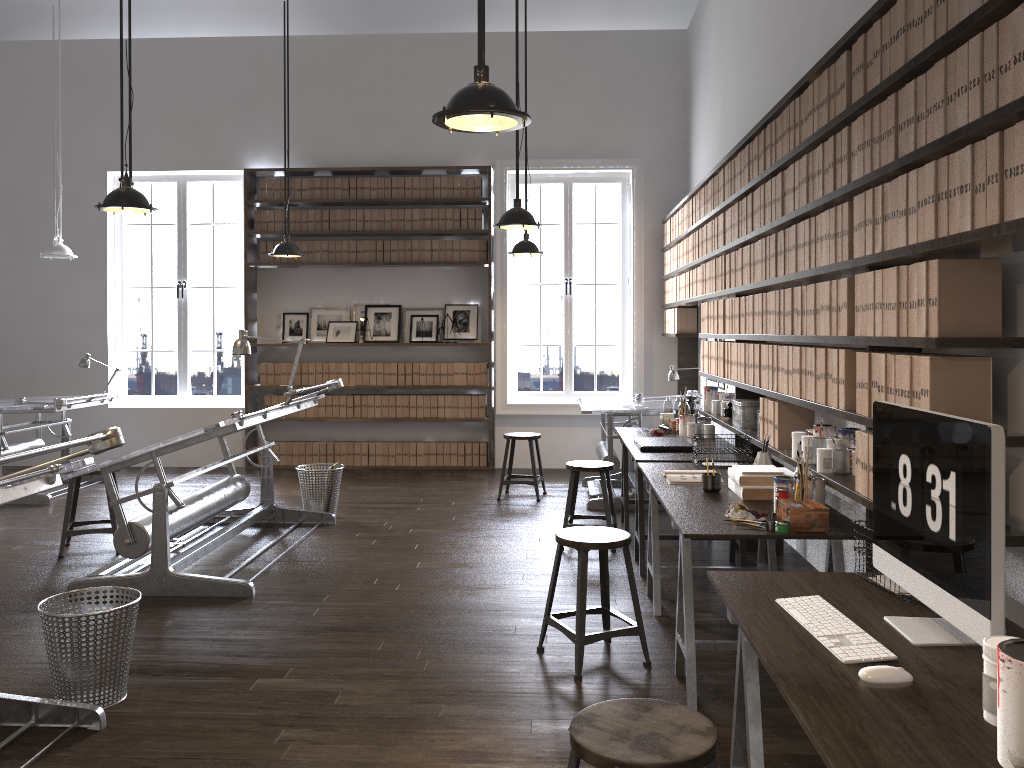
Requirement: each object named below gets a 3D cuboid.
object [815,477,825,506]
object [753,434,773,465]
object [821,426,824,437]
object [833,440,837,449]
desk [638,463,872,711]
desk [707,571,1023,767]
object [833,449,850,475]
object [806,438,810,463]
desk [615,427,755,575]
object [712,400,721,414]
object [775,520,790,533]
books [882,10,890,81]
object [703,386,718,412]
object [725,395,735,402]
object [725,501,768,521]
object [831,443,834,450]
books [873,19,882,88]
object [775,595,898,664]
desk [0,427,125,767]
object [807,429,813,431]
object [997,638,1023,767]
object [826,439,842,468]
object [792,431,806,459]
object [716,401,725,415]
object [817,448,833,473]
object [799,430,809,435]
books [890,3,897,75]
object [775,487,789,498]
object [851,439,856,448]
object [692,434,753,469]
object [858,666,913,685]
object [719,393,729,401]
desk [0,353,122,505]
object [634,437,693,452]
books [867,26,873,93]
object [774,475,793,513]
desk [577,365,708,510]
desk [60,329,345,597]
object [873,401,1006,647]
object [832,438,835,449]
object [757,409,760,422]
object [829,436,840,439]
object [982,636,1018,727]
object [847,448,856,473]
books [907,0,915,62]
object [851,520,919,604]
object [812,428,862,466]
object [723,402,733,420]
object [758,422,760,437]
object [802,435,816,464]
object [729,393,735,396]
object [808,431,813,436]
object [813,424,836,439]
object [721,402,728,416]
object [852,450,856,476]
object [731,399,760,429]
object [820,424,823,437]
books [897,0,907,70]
[{"bbox_3d":[1.169,0.433,3.445,0.094,0.128,0.095,0,1,-1],"label":"object"},{"bbox_3d":[1.196,0.347,4.218,0.101,0.209,0.101,-1,1,-42],"label":"object"},{"bbox_3d":[1.347,0.257,3.804,0.036,0.149,0.005,0,0,26],"label":"object"},{"bbox_3d":[1.320,0.285,3.589,0.036,0.119,0.005,0,0,-1],"label":"object"},{"bbox_3d":[0.961,0.804,3.886,0.655,0.669,1.671,0,3,3],"label":"desk"},{"bbox_3d":[0.861,0.931,1.747,0.655,0.669,1.671,0,3,3],"label":"desk"},{"bbox_3d":[1.308,0.310,3.517,0.062,0.094,0.063,1,2,35],"label":"object"},{"bbox_3d":[1.065,0.309,3.197,0.020,0.228,0.007,0,0,34],"label":"object"},{"bbox_3d":[1.043,0.700,5.648,0.655,0.669,1.671,0,3,3],"label":"desk"},{"bbox_3d":[1.403,0.159,6.080,0.062,0.094,0.062,0,1,-12],"label":"object"},{"bbox_3d":[0.940,0.497,3.081,0.049,0.037,0.049,0,2,6],"label":"object"},{"bbox_3d":[1.292,-1.083,2.853,0.174,0.225,0.067,0,1,3],"label":"books"},{"bbox_3d":[1.411,0.106,6.293,0.107,0.177,0.107,0,1,4],"label":"object"},{"bbox_3d":[1.515,0.145,6.089,0.094,0.128,0.095,1,2,33],"label":"object"},{"bbox_3d":[0.868,0.480,3.327,0.132,0.050,0.197,-2,4,-26],"label":"object"},{"bbox_3d":[1.319,0.292,3.609,0.035,0.104,0.004,0,0,1],"label":"object"},{"bbox_3d":[1.291,-1.088,2.924,0.174,0.225,0.067,0,1,3],"label":"books"},{"bbox_3d":[0.750,0.571,2.087,0.118,0.017,0.439,0,3,-2],"label":"object"},{"bbox_3d":[-1.896,0.548,2.206,1.076,1.385,2.072,0,2,3],"label":"desk"},{"bbox_3d":[1.377,0.268,4.048,0.062,0.119,0.062,1,1,44],"label":"object"},{"bbox_3d":[0.860,0.528,1.420,0.145,0.196,0.144,-1,2,-25],"label":"object"},{"bbox_3d":[1.340,0.290,3.685,0.062,0.119,0.062,-1,1,-29],"label":"object"},{"bbox_3d":[1.280,0.274,3.951,0.062,0.119,0.062,-1,1,-37],"label":"object"},{"bbox_3d":[1.414,0.163,6.011,0.063,0.093,0.062,0,1,-12],"label":"object"},{"bbox_3d":[1.257,0.308,3.560,0.062,0.095,0.062,1,2,35],"label":"object"},{"bbox_3d":[1.326,0.271,4.004,0.063,0.118,0.062,1,1,44],"label":"object"},{"bbox_3d":[1.289,-1.079,2.782,0.174,0.225,0.067,0,1,3],"label":"books"},{"bbox_3d":[1.018,0.447,3.338,0.049,0.112,0.049,0,1,6],"label":"object"},{"bbox_3d":[1.419,0.293,3.579,0.095,0.130,0.094,0,1,-10],"label":"object"},{"bbox_3d":[1.089,0.349,4.594,0.284,0.161,0.204,0,2,3],"label":"object"},{"bbox_3d":[0.750,0.582,1.776,0.106,0.028,0.059,0,3,-1],"label":"object"},{"bbox_3d":[1.480,0.129,6.187,0.070,0.130,0.070,1,1,41],"label":"object"},{"bbox_3d":[-3.970,0.334,7.575,1.171,1.188,1.270,0,2,3],"label":"desk"},{"bbox_3d":[0.914,0.366,5.377,0.312,0.033,0.446,0,3,3],"label":"object"},{"bbox_3d":[1.299,-1.092,2.995,0.174,0.225,0.067,0,1,3],"label":"books"},{"bbox_3d":[1.060,0.430,3.402,0.104,0.141,0.105,0,1,10],"label":"object"},{"bbox_3d":[1.088,0.384,7.281,1.071,1.097,1.270,0,2,3],"label":"desk"},{"bbox_3d":[-1.739,0.349,5.555,1.076,1.385,2.283,0,3,3],"label":"desk"},{"bbox_3d":[1.002,0.322,2.058,0.204,0.517,0.644,0,2,3],"label":"object"},{"bbox_3d":[1.312,0.285,3.593,0.029,0.135,0.004,0,0,-2],"label":"object"},{"bbox_3d":[1.420,0.139,4.913,0.156,0.272,0.181,0,1,-13],"label":"object"},{"bbox_3d":[1.362,0.286,3.743,0.045,0.127,0.044,0,1,20],"label":"object"},{"bbox_3d":[0.897,0.538,1.588,0.094,0.144,0.094,1,1,29],"label":"object"},{"bbox_3d":[1.361,0.308,3.541,0.045,0.102,0.044,0,1,-6],"label":"object"},{"bbox_3d":[1.281,-1.071,2.648,0.174,0.225,0.067,0,1,3],"label":"books"},{"bbox_3d":[1.079,0.478,2.415,0.203,0.161,0.284,0,3,-5],"label":"object"},{"bbox_3d":[1.376,0.270,3.755,0.205,0.162,0.094,0,1,4],"label":"object"},{"bbox_3d":[1.411,0.171,5.729,0.091,0.108,0.171,0,3,3],"label":"object"},{"bbox_3d":[1.413,0.241,4.752,0.181,0.093,0.062,1,1,16],"label":"object"},{"bbox_3d":[1.277,0.283,3.806,0.062,0.119,0.062,-1,1,-29],"label":"object"},{"bbox_3d":[1.543,0.127,6.236,0.071,0.129,0.072,-1,1,-40],"label":"object"},{"bbox_3d":[1.342,0.274,3.948,0.044,0.127,0.045,0,1,3],"label":"object"},{"bbox_3d":[1.371,0.262,3.885,0.094,0.162,0.095,0,1,-1],"label":"object"},{"bbox_3d":[1.433,0.167,5.947,0.062,0.094,0.062,0,1,-12],"label":"object"},{"bbox_3d":[1.368,0.312,3.480,0.062,0.095,0.062,1,2,35],"label":"object"},{"bbox_3d":[1.429,0.177,5.290,0.193,0.152,0.317,0,3,2],"label":"object"},{"bbox_3d":[1.341,0.258,3.811,0.029,0.168,0.004,0,0,25],"label":"object"},{"bbox_3d":[1.280,-1.075,2.715,0.174,0.226,0.067,0,1,3],"label":"books"}]
